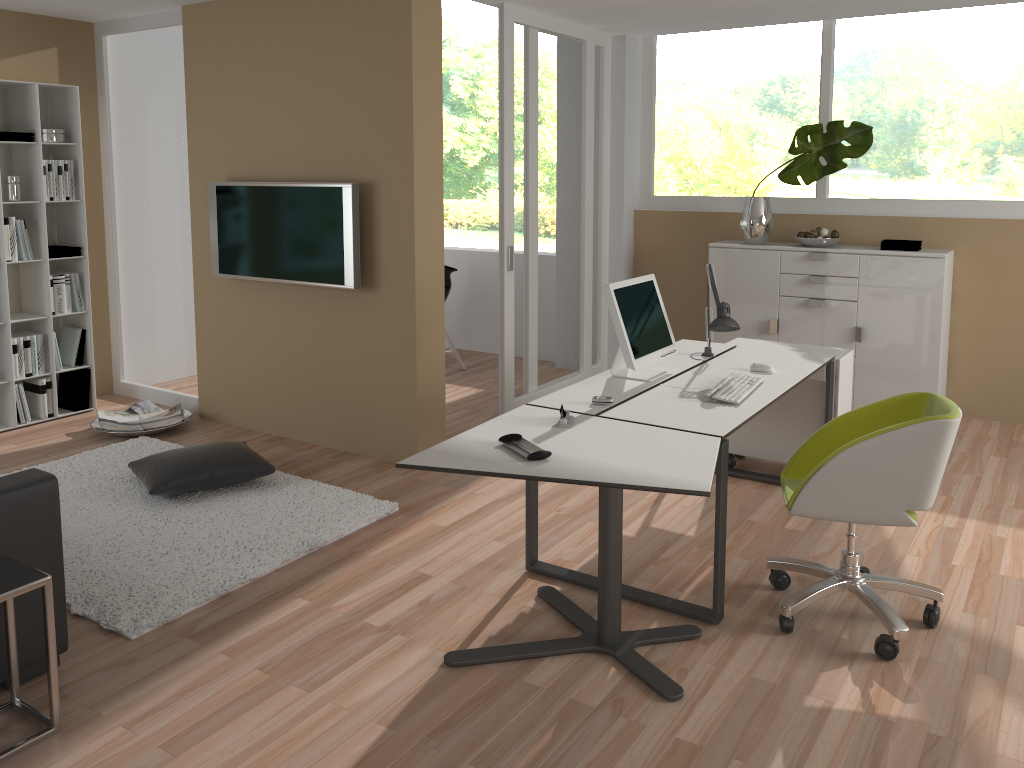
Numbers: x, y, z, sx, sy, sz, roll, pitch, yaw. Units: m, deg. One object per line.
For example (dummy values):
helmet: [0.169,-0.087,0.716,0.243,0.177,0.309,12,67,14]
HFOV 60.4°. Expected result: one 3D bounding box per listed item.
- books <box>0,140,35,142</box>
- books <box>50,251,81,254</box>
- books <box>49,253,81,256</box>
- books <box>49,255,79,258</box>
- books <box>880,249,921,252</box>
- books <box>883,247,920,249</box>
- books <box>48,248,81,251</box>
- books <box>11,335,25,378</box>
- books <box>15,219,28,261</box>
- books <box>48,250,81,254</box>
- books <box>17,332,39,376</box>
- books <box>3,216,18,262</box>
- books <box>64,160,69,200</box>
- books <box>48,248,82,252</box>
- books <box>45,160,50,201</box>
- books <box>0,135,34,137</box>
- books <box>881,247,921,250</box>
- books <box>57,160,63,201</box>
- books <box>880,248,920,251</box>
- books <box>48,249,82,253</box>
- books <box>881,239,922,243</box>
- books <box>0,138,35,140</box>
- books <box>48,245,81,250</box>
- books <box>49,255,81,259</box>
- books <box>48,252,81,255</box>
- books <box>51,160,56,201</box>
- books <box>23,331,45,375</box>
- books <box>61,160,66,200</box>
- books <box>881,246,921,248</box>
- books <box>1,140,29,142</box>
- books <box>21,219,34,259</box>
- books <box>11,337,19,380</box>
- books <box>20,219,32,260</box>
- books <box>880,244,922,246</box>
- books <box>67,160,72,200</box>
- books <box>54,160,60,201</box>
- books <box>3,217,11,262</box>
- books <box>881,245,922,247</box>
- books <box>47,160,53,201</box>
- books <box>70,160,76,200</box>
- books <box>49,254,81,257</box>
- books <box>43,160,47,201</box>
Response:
books: [-3.165,-1.512,5.479,0.298,0.006,0.214,7,15,27]
books: [-3.016,-0.869,5.785,0.299,0.006,0.213,9,16,32]
books: [-3.019,-0.860,5.788,0.299,0.006,0.213,8,16,31]
books: [-3.017,-0.848,5.789,0.299,0.006,0.213,9,16,32]
books: [2.527,-0.875,5.722,0.223,0.007,0.159,9,16,32]
books: [2.527,-0.891,5.721,0.223,0.006,0.159,8,16,31]
books: [-3.015,-0.891,5.780,0.299,0.007,0.213,9,16,32]
books: [-3.157,-0.177,5.570,0.208,0.254,0.041,6,9,33]
books: [-3.136,-0.910,5.541,0.209,0.256,0.061,6,9,33]
books: [-3.018,-0.875,5.784,0.299,0.006,0.213,9,16,33]
books: [-3.111,-0.194,5.638,0.209,0.254,0.041,6,9,33]
books: [-3.166,-0.909,5.501,0.209,0.271,0.041,6,9,33]
books: [-2.959,-1.329,5.741,0.209,0.254,0.021,6,9,33]
books: [-3.015,-0.887,5.786,0.299,0.007,0.213,9,16,32]
books: [-3.030,-1.304,5.636,0.208,0.254,0.021,6,9,33]
books: [-3.166,-1.540,5.475,0.299,0.006,0.213,8,15,29]
books: [2.528,-0.885,5.721,0.223,0.006,0.159,9,16,32]
books: [-2.978,-1.320,5.704,0.209,0.254,0.021,6,9,33]
books: [2.528,-0.880,5.722,0.223,0.006,0.159,9,16,32]
books: [-3.015,-0.881,5.787,0.299,0.007,0.213,9,16,32]
books: [2.531,-0.928,5.715,0.223,0.006,0.159,9,16,32]
books: [-3.167,-1.524,5.479,0.298,0.006,0.214,7,15,26]
books: [-3.014,-0.896,5.780,0.299,0.006,0.213,9,16,32]
books: [-3.019,-0.843,5.788,0.299,0.007,0.213,9,16,32]
books: [-3.016,-0.864,5.786,0.299,0.006,0.213,9,16,32]
books: [-3.006,-1.312,5.670,0.209,0.254,0.021,6,9,33]
books: [-3.088,-0.202,5.673,0.209,0.254,0.041,6,9,33]
books: [-2.972,-1.325,5.725,0.208,0.254,0.021,6,9,33]
books: [2.529,-0.896,5.719,0.223,0.006,0.159,9,16,32]
books: [-3.166,-1.507,5.479,0.298,0.007,0.214,7,15,27]
books: [-3.123,-0.920,5.583,0.209,0.254,0.059,6,9,33]
books: [-3.174,-0.168,5.531,0.209,0.254,0.041,6,9,33]
books: [-3.118,-0.913,5.560,0.209,0.254,0.059,6,9,33]
books: [2.527,-0.907,5.718,0.224,0.006,0.159,9,16,33]
books: [-2.948,-1.334,5.759,0.209,0.254,0.021,6,9,33]
books: [-2.995,-1.317,5.688,0.209,0.254,0.021,6,9,33]
books: [-3.191,-0.898,5.462,0.208,0.268,0.054,6,9,33]
books: [2.529,-0.901,5.719,0.223,0.006,0.159,9,16,32]
books: [-3.017,-1.308,5.652,0.209,0.254,0.021,6,9,33]
books: [-2.936,-1.338,5.777,0.209,0.254,0.021,6,9,33]
books: [-3.017,-0.854,5.788,0.299,0.006,0.213,9,16,32]
books: [-3.036,-1.299,5.615,0.209,0.254,0.021,6,9,33]
